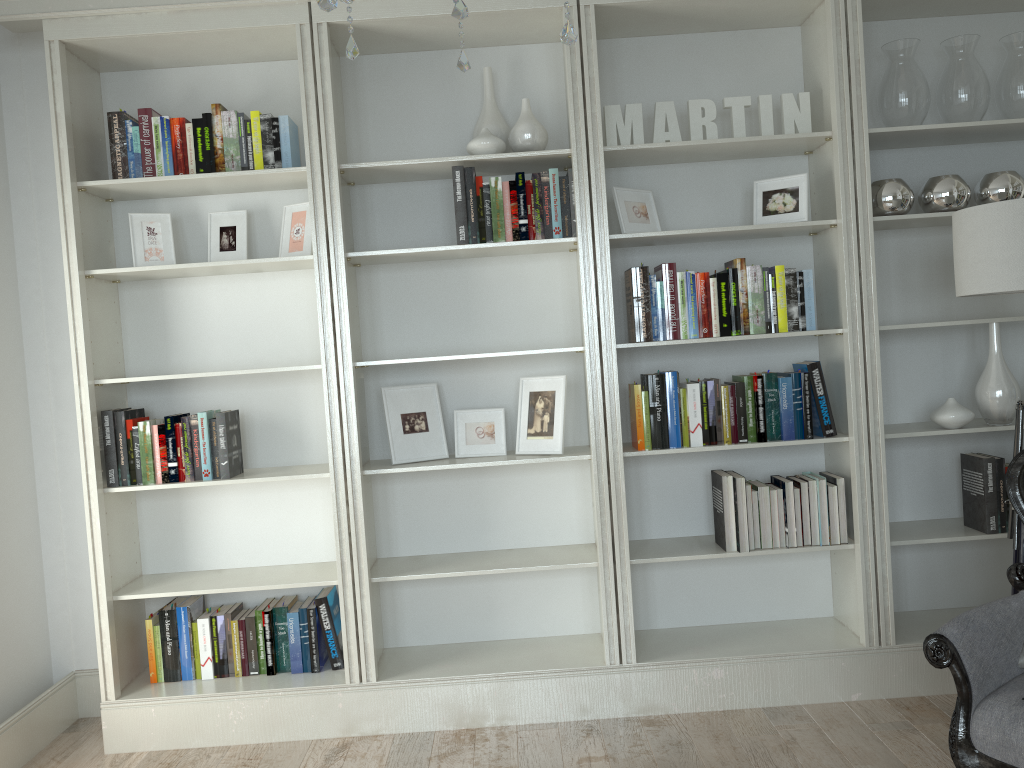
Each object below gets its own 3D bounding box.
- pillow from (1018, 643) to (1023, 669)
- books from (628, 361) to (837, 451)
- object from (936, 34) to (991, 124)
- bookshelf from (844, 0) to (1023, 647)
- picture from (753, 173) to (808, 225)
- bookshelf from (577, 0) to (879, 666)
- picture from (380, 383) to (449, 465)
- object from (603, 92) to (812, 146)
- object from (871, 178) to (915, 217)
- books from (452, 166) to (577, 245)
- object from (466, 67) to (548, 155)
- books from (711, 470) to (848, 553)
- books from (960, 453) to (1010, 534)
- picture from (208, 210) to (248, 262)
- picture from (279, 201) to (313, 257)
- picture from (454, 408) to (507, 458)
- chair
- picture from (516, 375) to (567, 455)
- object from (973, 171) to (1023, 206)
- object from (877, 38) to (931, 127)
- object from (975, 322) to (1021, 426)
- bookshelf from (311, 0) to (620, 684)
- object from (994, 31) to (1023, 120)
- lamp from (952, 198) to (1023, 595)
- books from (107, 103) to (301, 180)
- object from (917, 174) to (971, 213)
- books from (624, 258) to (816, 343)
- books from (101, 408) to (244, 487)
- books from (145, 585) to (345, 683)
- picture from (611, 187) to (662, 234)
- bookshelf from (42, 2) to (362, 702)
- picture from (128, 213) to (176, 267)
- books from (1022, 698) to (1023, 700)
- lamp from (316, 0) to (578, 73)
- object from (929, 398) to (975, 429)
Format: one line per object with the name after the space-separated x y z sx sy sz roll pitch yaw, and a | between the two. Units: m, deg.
1.602 0.658 2.323 0.210 0.263 0.547 -6 3 -40 | pillow
0.847 0.075 3.451 0.762 0.302 0.207 -4 2 1 | books
1.771 -1.168 3.488 0.193 0.362 0.193 -5 2 -17 | object
1.776 -0.302 3.472 0.972 2.523 0.399 -4 2 0 | bookshelf
1.039 -0.700 3.407 0.202 0.188 0.124 -3 2 30 | picture
0.806 -0.235 3.466 0.972 2.523 0.399 -4 2 0 | bookshelf
-0.390 0.154 3.511 0.231 0.300 0.127 -5 2 -25 | picture
0.753 -1.004 3.418 0.790 0.180 0.034 -4 2 0 | object
1.432 -0.702 3.380 0.185 0.140 0.185 -3 2 19 | object
0.017 -0.681 3.391 0.465 0.291 0.205 -4 2 0 | books
-0.043 -1.057 3.455 0.319 0.397 0.316 -4 2 -11 | object
1.034 0.476 3.438 0.465 0.291 0.205 -4 2 0 | books
2.025 0.407 3.459 0.465 0.291 0.205 -4 2 0 | books
-1.125 -0.575 3.523 0.153 0.228 0.094 -4 2 0 | picture
-0.829 -0.593 3.458 0.153 0.228 0.094 -3 2 25 | picture
-0.127 0.193 3.557 0.206 0.192 0.124 -4 2 0 | picture
1.600 0.686 2.285 0.763 1.024 0.778 -5 3 -35 | chair
0.122 0.120 3.470 0.202 0.300 0.124 -3 2 30 | picture
1.862 -0.732 3.382 0.185 0.140 0.185 -3 2 19 | object
1.537 -1.152 3.486 0.193 0.362 0.193 -5 2 -17 | object
1.851 -0.041 3.387 0.155 0.397 0.155 -5 2 -15 | object
-0.164 -0.169 3.460 0.972 2.523 0.399 -4 2 0 | bookshelf
2.005 -1.184 3.489 0.193 0.362 0.193 -5 2 -17 | object
1.678 0.306 2.815 0.429 1.739 0.429 -3 3 33 | lamp
-1.200 -0.933 3.487 0.691 0.301 0.201 -4 2 1 | books
1.647 -0.717 3.381 0.185 0.140 0.185 -3 2 19 | object
0.800 -0.334 3.439 0.691 0.301 0.201 -4 2 1 | books
-1.310 0.228 3.447 0.465 0.291 0.205 -4 2 0 | books
-1.039 0.988 3.544 0.762 0.302 0.207 -4 2 1 | books
0.465 -0.662 3.440 0.206 0.192 0.124 -5 3 -35 | picture
-1.134 -0.102 3.454 0.972 2.523 0.399 -4 2 0 | bookshelf
-1.401 -0.554 3.455 0.153 0.228 0.094 -5 2 -25 | picture
1.467 0.783 2.175 0.224 0.046 0.304 -5 2 -25 | books
-0.167 -1.793 1.271 0.648 2.542 0.577 -5 2 -30 | lamp
1.677 0.110 3.381 0.152 0.116 0.154 -4 2 -3 | object
